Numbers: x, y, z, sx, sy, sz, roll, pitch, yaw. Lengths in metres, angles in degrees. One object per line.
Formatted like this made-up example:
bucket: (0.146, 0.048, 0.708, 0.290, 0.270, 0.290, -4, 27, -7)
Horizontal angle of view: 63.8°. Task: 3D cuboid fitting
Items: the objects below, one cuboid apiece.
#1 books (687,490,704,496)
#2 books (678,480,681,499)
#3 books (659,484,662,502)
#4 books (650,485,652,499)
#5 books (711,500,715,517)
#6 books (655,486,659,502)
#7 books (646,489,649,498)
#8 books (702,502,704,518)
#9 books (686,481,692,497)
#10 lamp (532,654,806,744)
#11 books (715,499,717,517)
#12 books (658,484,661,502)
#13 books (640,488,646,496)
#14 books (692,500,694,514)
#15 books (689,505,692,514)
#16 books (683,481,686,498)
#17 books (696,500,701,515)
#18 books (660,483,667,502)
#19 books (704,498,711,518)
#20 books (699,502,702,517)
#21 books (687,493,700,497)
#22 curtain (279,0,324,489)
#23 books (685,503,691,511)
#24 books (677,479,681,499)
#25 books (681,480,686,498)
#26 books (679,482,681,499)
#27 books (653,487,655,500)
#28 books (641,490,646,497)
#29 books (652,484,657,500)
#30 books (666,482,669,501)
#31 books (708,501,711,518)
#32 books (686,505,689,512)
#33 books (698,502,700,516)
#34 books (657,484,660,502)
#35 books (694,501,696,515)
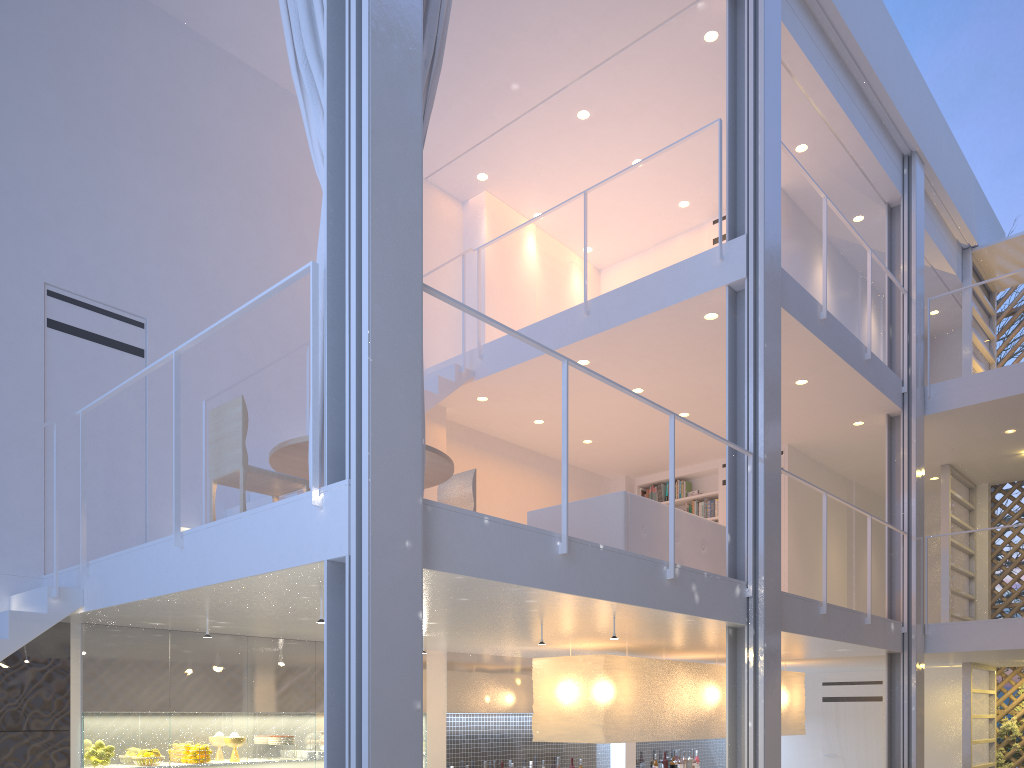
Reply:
books: (1.248, 0.745, 5.593, 0.065, 0.019, 0.098, 17, -27, -38)
books: (1.169, 0.737, 5.654, 0.008, 0.128, 0.098, 0, -6, 42)
books: (1.063, 0.774, 5.758, 0.025, 0.138, 0.086, -1, -5, 42)
books: (1.004, 0.795, 5.810, 0.011, 0.138, 0.089, 0, -5, 42)
books: (-0.047, 1.159, 4.439, 3.706, 1.562, 0.045, 14, -8, -36)
books: (1.034, 0.789, 5.776, 0.007, 0.122, 0.099, 0, -7, 42)
books: (0.981, 0.814, 5.842, 0.021, 0.124, 0.072, -1, -5, 42)
books: (-0.072, 1.150, 4.452, 3.707, 1.536, 0.029, 15, -9, -37)
books: (1.210, 0.731, 5.632, 0.006, 0.123, 0.074, 0, -5, 42)
lamp: (1.035, 1.862, 4.816, 0.460, 0.399, 2.413, -10, -23, 40)
books: (-0.051, 1.168, 4.428, 3.730, 1.596, 0.037, 14, -8, -36)
books: (1.056, 0.777, 5.764, 0.025, 0.138, 0.086, -1, -5, 42)
books: (0.940, 0.819, 5.866, 0.015, 0.135, 0.091, 0, -5, 42)
books: (1.248, 0.872, 5.596, 0.011, 0.146, 0.085, 0, -4, 42)
books: (-0.107, 1.205, 4.508, 3.665, 1.590, 0.030, 15, -10, -38)
books: (1.199, 0.734, 5.630, 0.006, 0.115, 0.093, 0, -7, 42)
books: (-0.079, 1.184, 4.487, 3.660, 1.614, 0.023, 15, -9, -38)
books: (1.069, 0.772, 5.752, 0.025, 0.138, 0.086, -1, -5, 42)
books: (-0.079, 1.173, 4.467, 3.701, 1.622, 0.030, 14, -9, -36)
books: (-0.076, 1.165, 4.445, 3.722, 1.566, 0.034, 15, -10, -38)
books: (1.249, 0.768, 5.598, 0.098, 0.019, 0.066, -19, -27, 40)
curtain: (-0.524, -0.870, 2.095, 0.518, 2.304, 0.099, -1, -1, 39)
books: (1.212, 0.891, 5.630, 0.015, 0.135, 0.081, 0, -5, 42)
books: (1.164, 0.735, 5.662, 0.009, 0.138, 0.093, 0, -5, 42)
books: (1.189, 0.732, 5.636, 0.015, 0.122, 0.098, 0, -7, 42)
books: (1.179, 0.739, 5.647, 0.015, 0.118, 0.096, 0, -7, 42)
books: (1.024, 0.796, 5.788, 0.021, 0.117, 0.095, -1, -7, 42)
books: (0.946, 0.824, 5.856, 0.006, 0.117, 0.098, 0, -7, 42)
books: (1.014, 0.788, 5.803, 0.011, 0.146, 0.085, 0, -4, 42)
books: (1.100, 0.762, 5.728, 0.027, 0.136, 0.081, -1, -5, 42)
books: (-0.072, 1.163, 4.437, 3.741, 1.571, 0.037, 14, -9, -36)
books: (-0.134, 1.176, 4.474, 3.749, 1.564, 0.124, 16, -10, -39)
books: (-0.094, 1.193, 4.487, 3.684, 1.599, 0.025, 15, -9, -37)
books: (1.049, 0.779, 5.770, 0.025, 0.138, 0.086, -1, -5, 42)
books: (-0.088, 1.190, 4.494, 3.662, 1.610, 0.024, 15, -9, -38)
